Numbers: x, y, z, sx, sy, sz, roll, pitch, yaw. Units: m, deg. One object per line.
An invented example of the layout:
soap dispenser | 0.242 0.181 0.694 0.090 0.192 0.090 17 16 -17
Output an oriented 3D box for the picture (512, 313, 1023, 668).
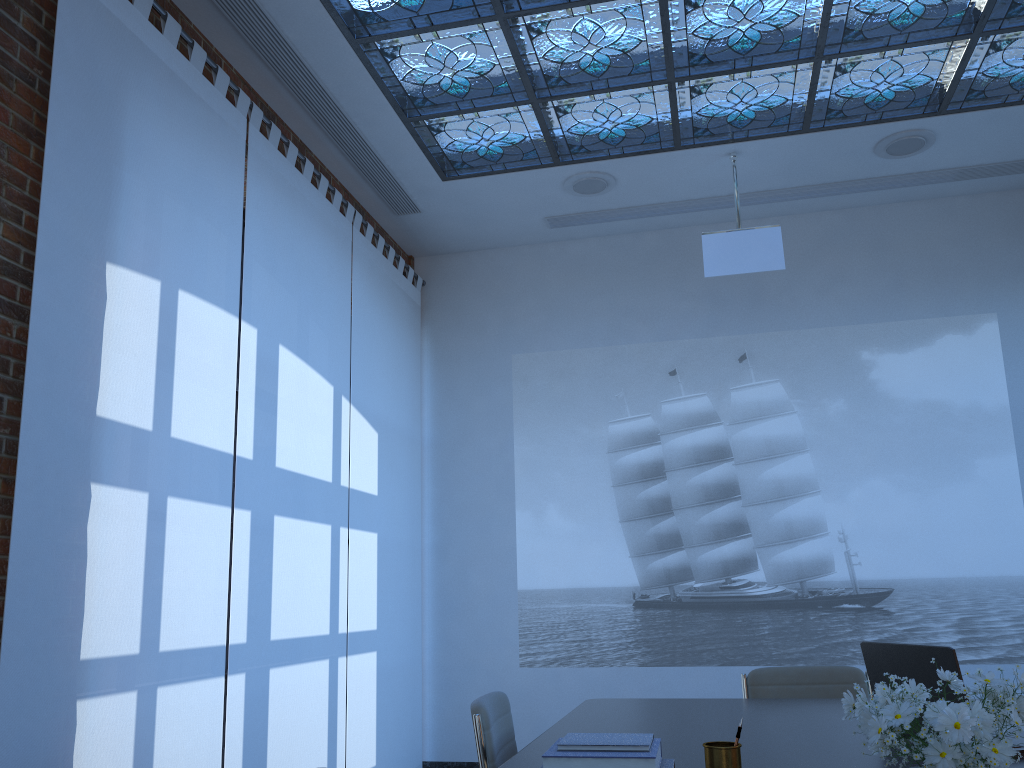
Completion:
picture | 1.714 0.787 6.311 3.463 2.342 0.024 -4 -12 13

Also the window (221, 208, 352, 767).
window | -2.316 0.032 2.278 0.160 3.578 9.696 -4 -14 12

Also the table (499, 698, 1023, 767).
table | 0.708 1.175 1.409 1.810 0.803 4.539 -4 -14 12

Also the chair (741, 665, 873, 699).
chair | 1.273 1.602 3.462 0.560 0.915 0.712 -2 -12 2

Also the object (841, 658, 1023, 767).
object | 0.709 0.609 1.432 0.329 0.307 0.338 -7 -14 23

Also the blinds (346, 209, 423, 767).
blinds | -0.847 0.821 6.118 0.039 3.727 1.368 -4 -12 12

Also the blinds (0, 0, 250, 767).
blinds | -1.460 0.208 3.539 0.039 3.727 1.324 -4 -12 12

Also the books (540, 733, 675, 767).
books | 0.208 0.851 1.967 0.294 0.114 0.257 -4 -14 11

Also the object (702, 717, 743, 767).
object | 0.501 0.865 2.111 0.091 0.141 0.092 1 -12 -9

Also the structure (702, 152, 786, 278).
structure | 1.420 -1.050 5.553 0.468 0.887 0.394 -4 -12 13

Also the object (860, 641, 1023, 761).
object | 1.241 0.863 2.466 0.323 0.280 0.393 2 -13 -14

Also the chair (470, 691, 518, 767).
chair | 0.240 1.475 2.836 0.706 0.915 0.564 -3 -12 8

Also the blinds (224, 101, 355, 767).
blinds | -1.155 0.513 4.821 0.039 3.727 1.329 -4 -12 12
